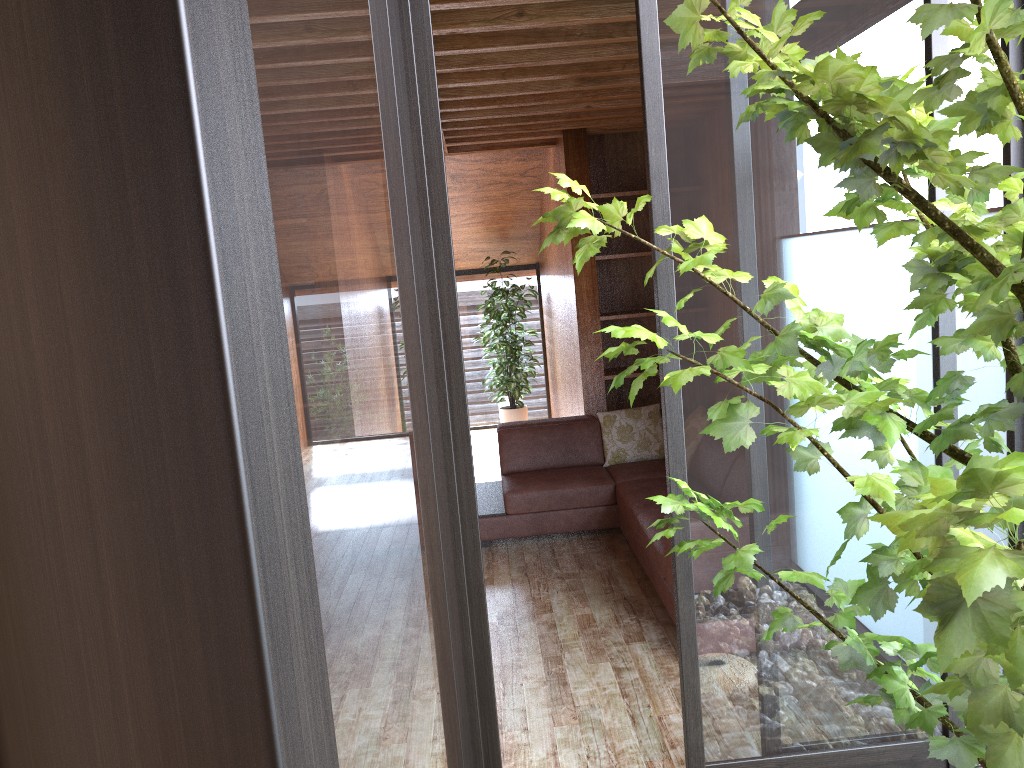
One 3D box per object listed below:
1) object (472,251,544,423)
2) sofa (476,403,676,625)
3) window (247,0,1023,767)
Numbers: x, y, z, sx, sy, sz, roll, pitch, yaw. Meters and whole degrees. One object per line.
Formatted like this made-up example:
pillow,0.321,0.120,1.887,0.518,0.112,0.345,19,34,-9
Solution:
object,-0.025,-0.367,8.119,0.637,1.691,0.679,-4,7,5
sofa,0.517,0.517,4.400,1.700,0.760,2.501,-5,7,-2
window,-0.678,-0.823,1.526,4.107,5.136,13.944,-5,7,-2
